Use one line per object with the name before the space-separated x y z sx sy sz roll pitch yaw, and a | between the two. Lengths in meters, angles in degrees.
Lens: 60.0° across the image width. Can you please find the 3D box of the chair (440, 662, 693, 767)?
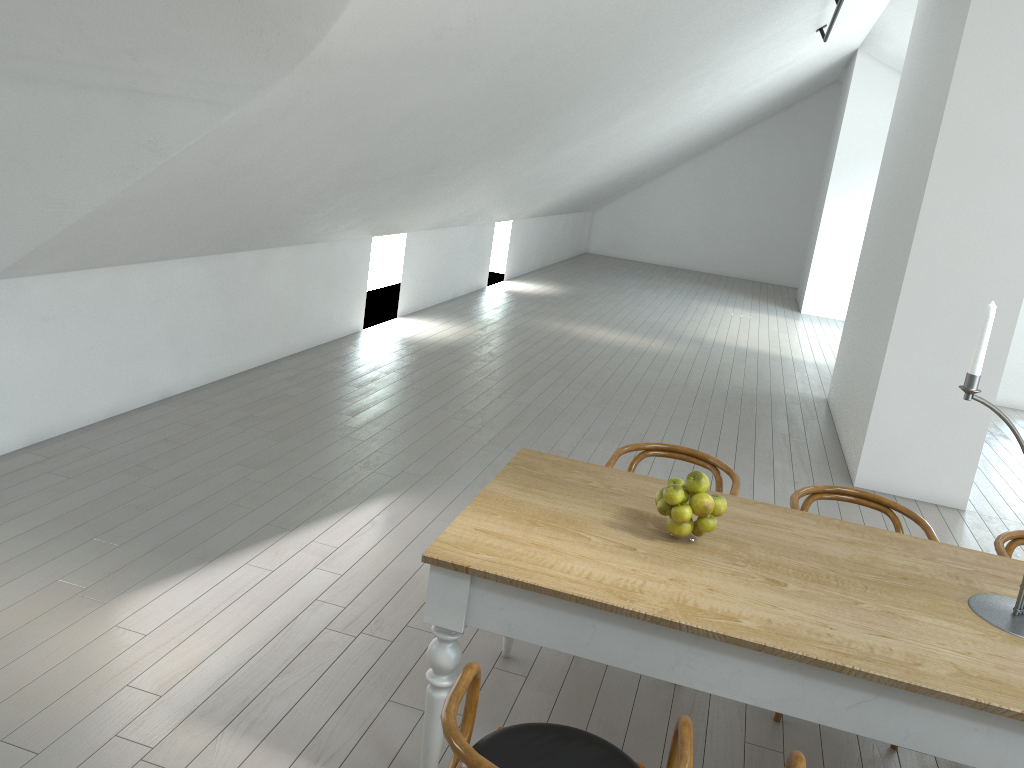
chair | 0.079 1.027 1.975 0.528 0.730 0.625 11 14 10

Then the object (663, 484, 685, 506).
object | 0.472 0.324 2.586 0.062 0.059 0.062 12 14 14

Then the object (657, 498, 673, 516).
object | 0.455 0.363 2.620 0.053 0.052 0.051 10 14 5

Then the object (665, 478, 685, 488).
object | 0.502 0.319 2.716 0.062 0.063 0.063 2 15 -23

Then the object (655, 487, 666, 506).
object | 0.469 0.350 2.672 0.077 0.076 0.077 4 14 -19

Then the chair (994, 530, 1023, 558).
chair | 1.954 0.985 3.191 0.528 0.730 0.624 12 14 13

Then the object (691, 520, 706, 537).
object | 0.559 0.432 2.653 0.051 0.050 0.050 13 14 17

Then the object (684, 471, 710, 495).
object | 0.546 0.293 2.618 0.072 0.074 0.073 12 14 13

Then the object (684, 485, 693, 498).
object | 0.548 0.319 2.679 0.053 0.057 0.058 16 15 27

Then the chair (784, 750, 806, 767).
chair | 0.766 1.174 1.796 0.528 0.730 0.624 12 14 16

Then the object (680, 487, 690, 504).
object | 0.500 0.333 2.631 0.052 0.050 0.053 5 14 -15

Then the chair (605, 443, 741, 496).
chair | 0.594 0.678 3.611 0.528 0.730 0.624 12 14 16

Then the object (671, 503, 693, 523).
object | 0.493 0.375 2.577 0.062 0.059 0.062 13 14 17

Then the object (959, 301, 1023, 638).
object | 1.395 0.224 2.337 0.774 0.869 0.267 5 13 -12

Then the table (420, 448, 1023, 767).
table | 1.440 1.055 2.492 3.353 0.794 1.024 12 14 14

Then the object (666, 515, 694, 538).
object | 0.498 0.415 2.626 0.078 0.073 0.081 0 16 -30

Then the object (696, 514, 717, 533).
object | 0.571 0.407 2.600 0.059 0.055 0.060 10 14 8

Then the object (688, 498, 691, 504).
object | 0.573 0.364 2.697 0.070 0.072 0.071 3 15 -21

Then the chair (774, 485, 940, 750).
chair | 1.265 0.837 3.376 0.528 0.730 0.625 10 14 9

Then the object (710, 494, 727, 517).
object | 0.603 0.363 2.639 0.072 0.063 0.071 10 14 7

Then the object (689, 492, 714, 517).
object | 0.554 0.352 2.584 0.072 0.071 0.066 4 14 -16
